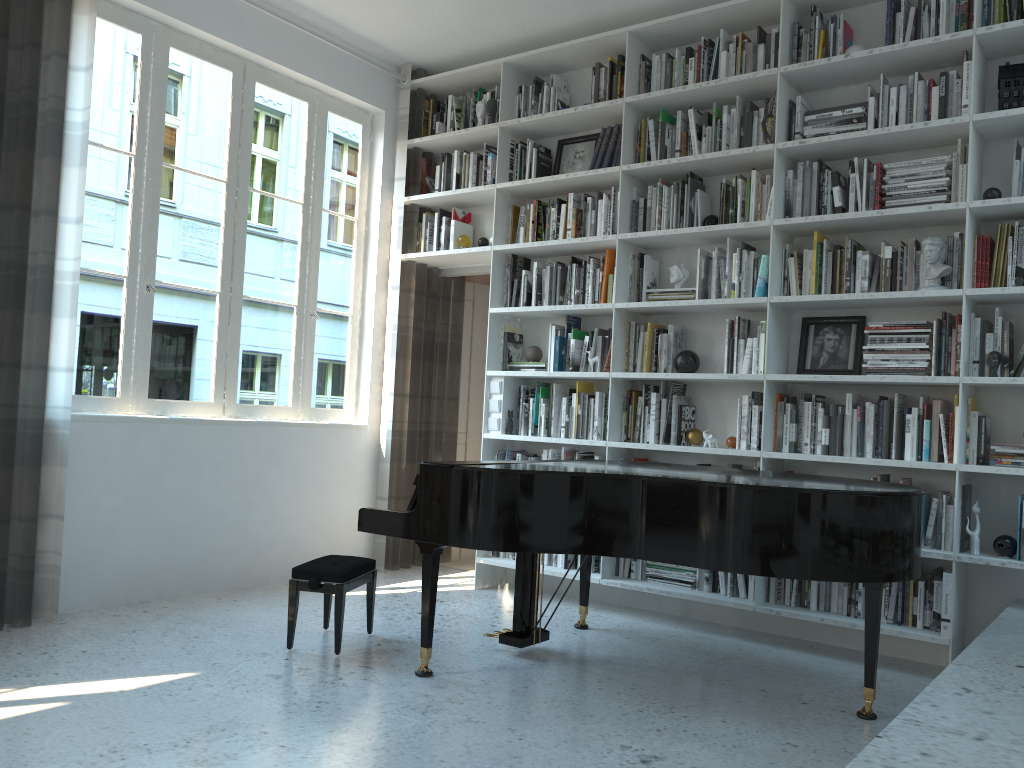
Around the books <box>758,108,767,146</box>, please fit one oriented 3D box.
[{"bbox_3d":[1.285,-1.253,4.485,0.024,0.237,0.153,2,-2,36],"label":"books"}]

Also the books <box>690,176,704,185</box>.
[{"bbox_3d":[0.970,-0.929,4.688,0.005,0.305,0.162,2,-2,36],"label":"books"}]

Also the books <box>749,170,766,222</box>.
[{"bbox_3d":[1.247,-0.913,4.468,0.022,0.284,0.190,2,-2,36],"label":"books"}]

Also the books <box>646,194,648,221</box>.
[{"bbox_3d":[0.767,-0.901,4.832,0.012,0.240,0.134,2,-2,36],"label":"books"}]

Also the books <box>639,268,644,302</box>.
[{"bbox_3d":[0.734,-0.518,4.841,0.034,0.209,0.136,2,-2,36],"label":"books"}]

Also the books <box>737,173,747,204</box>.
[{"bbox_3d":[1.189,-0.916,4.533,0.033,0.287,0.155,2,-2,36],"label":"books"}]

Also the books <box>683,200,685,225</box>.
[{"bbox_3d":[0.948,-0.885,4.714,0.012,0.217,0.133,2,-2,36],"label":"books"}]

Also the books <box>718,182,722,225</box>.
[{"bbox_3d":[1.106,-0.901,4.590,0.005,0.254,0.161,2,-2,36],"label":"books"}]

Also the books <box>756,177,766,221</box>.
[{"bbox_3d":[1.264,-0.898,4.464,0.010,0.257,0.140,2,-2,36],"label":"books"}]

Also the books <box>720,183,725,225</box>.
[{"bbox_3d":[1.112,-0.895,4.561,0.005,0.240,0.174,2,-2,36],"label":"books"}]

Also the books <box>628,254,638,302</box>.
[{"bbox_3d":[0.689,-0.557,4.875,0.012,0.285,0.159,2,-2,36],"label":"books"}]

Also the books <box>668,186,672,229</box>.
[{"bbox_3d":[0.881,-0.909,4.749,0.010,0.261,0.169,2,-2,36],"label":"books"}]

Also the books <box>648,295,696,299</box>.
[{"bbox_3d":[0.874,-0.453,4.718,0.254,0.012,0.161,2,-3,31],"label":"books"}]

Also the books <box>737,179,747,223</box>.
[{"bbox_3d":[1.186,-0.895,4.492,0.013,0.243,0.189,2,-2,36],"label":"books"}]

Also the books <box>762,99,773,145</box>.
[{"bbox_3d":[1.307,-1.267,4.446,0.055,0.263,0.167,2,-2,36],"label":"books"}]

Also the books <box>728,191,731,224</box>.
[{"bbox_3d":[1.147,-0.873,4.550,0.011,0.200,0.162,2,-2,36],"label":"books"}]

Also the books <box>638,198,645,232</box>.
[{"bbox_3d":[0.739,-0.893,4.870,0.029,0.225,0.136,2,-2,36],"label":"books"}]

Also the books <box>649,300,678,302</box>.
[{"bbox_3d":[0.880,-0.428,4.726,0.254,0.012,0.161,1,-3,36],"label":"books"}]

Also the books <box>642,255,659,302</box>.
[{"bbox_3d":[0.754,-0.552,4.821,0.021,0.277,0.136,2,-2,36],"label":"books"}]

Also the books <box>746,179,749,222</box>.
[{"bbox_3d":[1.221,-0.898,4.496,0.017,0.253,0.139,2,-2,36],"label":"books"}]

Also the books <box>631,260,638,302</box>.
[{"bbox_3d":[0.699,-0.543,4.859,0.024,0.257,0.134,2,-2,36],"label":"books"}]

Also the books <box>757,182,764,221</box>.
[{"bbox_3d":[1.274,-0.884,4.460,0.011,0.229,0.166,2,-2,36],"label":"books"}]

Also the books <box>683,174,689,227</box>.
[{"bbox_3d":[0.950,-0.937,4.701,0.004,0.321,0.153,2,-2,36],"label":"books"}]

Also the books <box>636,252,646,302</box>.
[{"bbox_3d":[0.724,-0.562,4.864,0.011,0.298,0.135,2,-2,36],"label":"books"}]

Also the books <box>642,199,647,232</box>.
[{"bbox_3d":[0.760,-0.890,4.853,0.024,0.219,0.140,2,-2,36],"label":"books"}]

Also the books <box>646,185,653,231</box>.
[{"bbox_3d":[0.779,-0.921,4.816,0.026,0.279,0.151,2,-2,36],"label":"books"}]

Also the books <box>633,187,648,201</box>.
[{"bbox_3d":[0.708,-0.924,4.885,0.012,0.285,0.159,2,-2,36],"label":"books"}]

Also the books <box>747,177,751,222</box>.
[{"bbox_3d":[1.230,-0.898,4.481,0.006,0.253,0.180,2,-2,36],"label":"books"}]

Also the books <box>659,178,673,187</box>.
[{"bbox_3d":[0.829,-0.938,4.793,0.011,0.317,0.154,2,-2,36],"label":"books"}]

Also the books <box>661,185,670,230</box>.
[{"bbox_3d":[0.849,-0.912,4.741,0.009,0.263,0.189,2,-2,36],"label":"books"}]

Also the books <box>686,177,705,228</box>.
[{"bbox_3d":[0.967,-0.921,4.664,0.011,0.287,0.189,2,-2,36],"label":"books"}]

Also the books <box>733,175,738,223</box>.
[{"bbox_3d":[1.167,-0.910,4.536,0.005,0.275,0.157,2,-2,36],"label":"books"}]

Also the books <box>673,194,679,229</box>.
[{"bbox_3d":[0.903,-0.883,4.710,0.011,0.209,0.181,2,-2,36],"label":"books"}]

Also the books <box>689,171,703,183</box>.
[{"bbox_3d":[0.967,-0.941,4.692,0.005,0.331,0.161,2,-2,36],"label":"books"}]

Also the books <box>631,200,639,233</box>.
[{"bbox_3d":[0.707,-0.887,4.863,0.015,0.207,0.186,2,-2,36],"label":"books"}]

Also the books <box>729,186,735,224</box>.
[{"bbox_3d":[1.148,-0.882,4.521,0.006,0.216,0.181,2,-2,36],"label":"books"}]

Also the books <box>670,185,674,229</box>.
[{"bbox_3d":[0.888,-0.909,4.723,0.009,0.261,0.180,2,-2,36],"label":"books"}]

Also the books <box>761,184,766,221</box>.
[{"bbox_3d":[1.287,-0.877,4.449,0.024,0.216,0.142,2,-2,36],"label":"books"}]

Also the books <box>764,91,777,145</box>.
[{"bbox_3d":[1.320,-1.286,4.438,0.058,0.302,0.175,2,-2,36],"label":"books"}]

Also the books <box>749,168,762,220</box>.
[{"bbox_3d":[1.237,-0.923,4.480,0.006,0.303,0.165,2,-2,36],"label":"books"}]

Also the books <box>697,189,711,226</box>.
[{"bbox_3d":[1.011,-0.891,4.651,0.031,0.232,0.148,2,-2,36],"label":"books"}]

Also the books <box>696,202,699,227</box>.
[{"bbox_3d":[1.002,-0.880,4.666,0.004,0.209,0.132,2,-2,36],"label":"books"}]

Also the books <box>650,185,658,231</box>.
[{"bbox_3d":[0.792,-0.919,4.802,0.012,0.276,0.157,2,-2,36],"label":"books"}]

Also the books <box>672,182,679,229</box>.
[{"bbox_3d":[0.900,-0.918,4.723,0.011,0.279,0.169,2,-2,36],"label":"books"}]

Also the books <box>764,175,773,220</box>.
[{"bbox_3d":[1.302,-0.897,4.429,0.022,0.257,0.155,2,-2,36],"label":"books"}]

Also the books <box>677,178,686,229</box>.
[{"bbox_3d":[0.926,-0.924,4.702,0.011,0.291,0.176,2,-2,36],"label":"books"}]

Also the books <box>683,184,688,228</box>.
[{"bbox_3d":[0.949,-0.908,4.691,0.010,0.261,0.158,2,-2,36],"label":"books"}]

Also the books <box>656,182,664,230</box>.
[{"bbox_3d":[0.824,-0.922,4.769,0.010,0.283,0.184,2,-2,36],"label":"books"}]

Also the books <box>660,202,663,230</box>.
[{"bbox_3d":[0.847,-0.872,4.770,0.029,0.186,0.149,2,-2,36],"label":"books"}]

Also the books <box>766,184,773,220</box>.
[{"bbox_3d":[1.323,-0.888,4.385,0.064,0.237,0.209,2,-2,36],"label":"books"}]

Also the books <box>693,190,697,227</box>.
[{"bbox_3d":[0.993,-0.893,4.685,0.009,0.236,0.134,2,-2,36],"label":"books"}]

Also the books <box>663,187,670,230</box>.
[{"bbox_3d":[0.858,-0.906,4.736,0.012,0.251,0.184,2,-2,36],"label":"books"}]

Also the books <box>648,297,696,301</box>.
[{"bbox_3d":[0.875,-0.441,4.719,0.254,0.012,0.161,2,-3,32],"label":"books"}]

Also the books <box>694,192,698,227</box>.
[{"bbox_3d":[0.997,-0.884,4.673,0.012,0.218,0.151,2,-2,36],"label":"books"}]

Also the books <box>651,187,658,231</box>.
[{"bbox_3d":[0.806,-0.912,4.792,0.024,0.262,0.177,2,-2,36],"label":"books"}]

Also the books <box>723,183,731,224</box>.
[{"bbox_3d":[1.121,-0.893,4.543,0.005,0.236,0.178,2,-2,36],"label":"books"}]

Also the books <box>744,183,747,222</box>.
[{"bbox_3d":[1.217,-0.889,4.514,0.011,0.236,0.130,2,-2,36],"label":"books"}]

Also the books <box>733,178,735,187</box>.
[{"bbox_3d":[1.162,-0.906,4.552,0.009,0.266,0.149,2,-2,36],"label":"books"}]

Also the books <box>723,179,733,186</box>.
[{"bbox_3d":[1.118,-0.911,4.591,0.012,0.276,0.129,2,-2,36],"label":"books"}]
